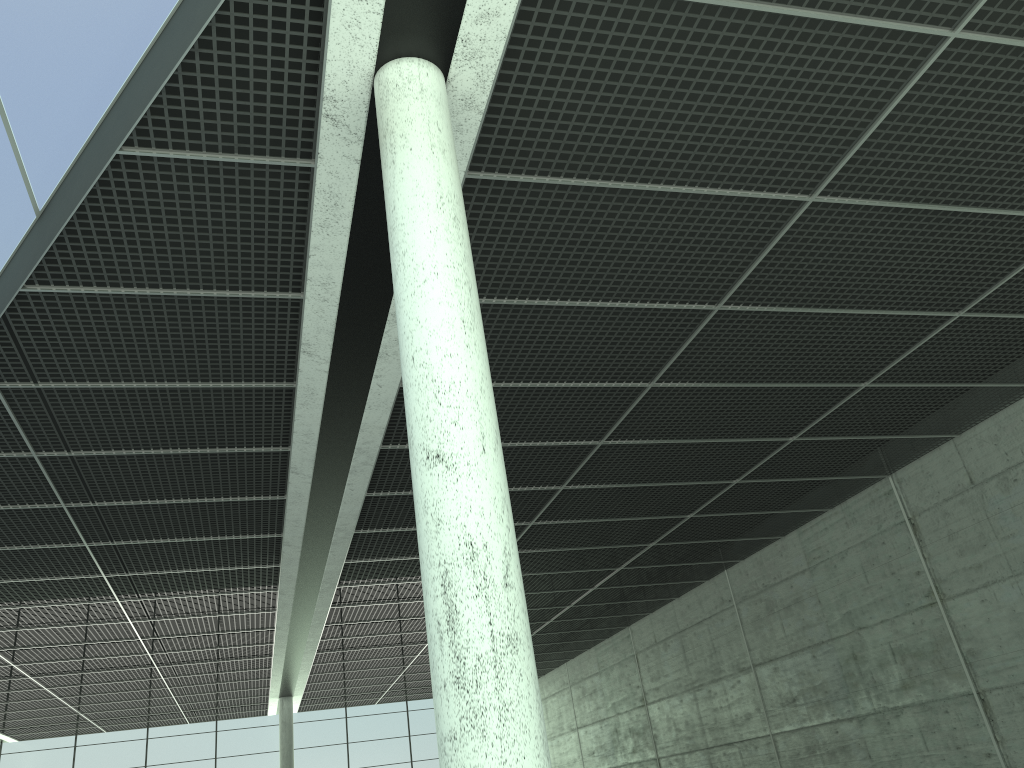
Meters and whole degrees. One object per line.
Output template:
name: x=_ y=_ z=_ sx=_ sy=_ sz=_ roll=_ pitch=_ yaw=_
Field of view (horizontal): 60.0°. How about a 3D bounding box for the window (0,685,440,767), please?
window: x=-34.094 y=18.307 z=36.770 sx=100.467 sy=16.068 sz=99.959 roll=0 pitch=-29 yaw=-16
